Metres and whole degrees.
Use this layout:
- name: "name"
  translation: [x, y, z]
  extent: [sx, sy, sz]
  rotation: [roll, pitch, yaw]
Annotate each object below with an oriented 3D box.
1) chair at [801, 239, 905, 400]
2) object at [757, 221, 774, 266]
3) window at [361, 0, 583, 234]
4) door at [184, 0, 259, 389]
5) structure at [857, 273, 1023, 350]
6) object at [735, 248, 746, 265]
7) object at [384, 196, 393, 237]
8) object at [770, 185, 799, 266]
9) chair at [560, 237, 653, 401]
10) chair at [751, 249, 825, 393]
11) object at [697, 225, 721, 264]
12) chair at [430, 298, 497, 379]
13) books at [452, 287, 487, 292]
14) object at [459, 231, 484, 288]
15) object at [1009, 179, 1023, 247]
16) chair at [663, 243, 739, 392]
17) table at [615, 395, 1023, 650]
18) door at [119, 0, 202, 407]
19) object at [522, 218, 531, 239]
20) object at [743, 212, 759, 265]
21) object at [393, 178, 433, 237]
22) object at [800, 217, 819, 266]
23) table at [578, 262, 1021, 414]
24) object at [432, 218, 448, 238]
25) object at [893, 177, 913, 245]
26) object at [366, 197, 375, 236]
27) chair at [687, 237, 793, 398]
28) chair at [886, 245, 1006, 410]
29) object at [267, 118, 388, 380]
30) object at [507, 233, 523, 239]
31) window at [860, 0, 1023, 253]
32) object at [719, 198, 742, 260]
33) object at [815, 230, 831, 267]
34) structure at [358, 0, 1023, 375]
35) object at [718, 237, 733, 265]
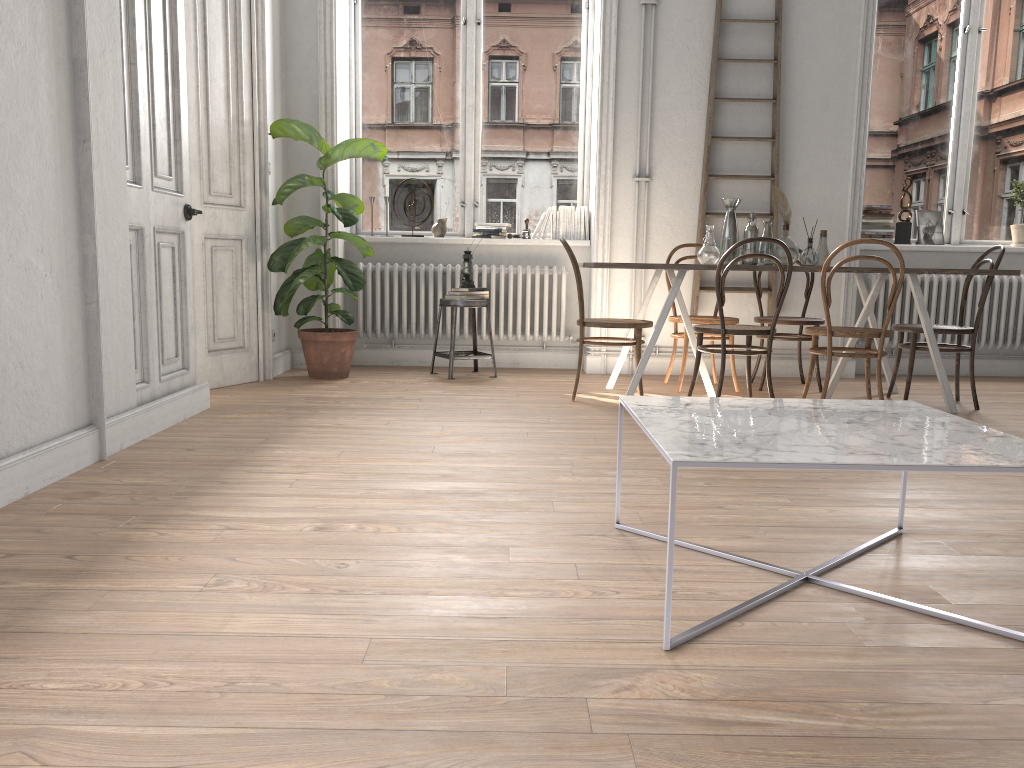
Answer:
- name: "chair"
  translation: [1.788, -0.294, 4.689]
  extent: [0.438, 0.922, 0.548]
  rotation: [3, 8, 11]
- name: "object"
  translation: [1.495, -0.822, 5.202]
  extent: [0.098, 0.255, 0.100]
  rotation: [-2, 9, -23]
- name: "window"
  translation: [-0.296, -2.551, 6.496]
  extent: [1.622, 2.846, 0.013]
  rotation: [1, 8, 0]
- name: "door"
  translation: [-1.787, -1.355, 4.957]
  extent: [0.216, 2.817, 1.096]
  rotation: [5, 9, 24]
- name: "structure"
  translation: [3.300, -0.530, 6.457]
  extent: [1.577, 0.553, 0.194]
  rotation: [1, 8, 0]
- name: "object"
  translation: [1.302, -0.724, 5.046]
  extent: [0.058, 0.094, 0.058]
  rotation: [5, 9, 28]
- name: "object"
  translation: [-0.913, -1.221, 6.474]
  extent: [0.095, 0.289, 0.095]
  rotation: [4, 9, 22]
- name: "object"
  translation: [1.555, -0.894, 5.030]
  extent: [0.156, 0.446, 0.156]
  rotation: [4, 9, 18]
- name: "chair"
  translation: [0.539, -0.376, 5.124]
  extent: [0.549, 0.922, 0.437]
  rotation: [2, 8, 8]
- name: "chair"
  translation: [1.781, -0.436, 5.733]
  extent: [0.438, 0.922, 0.548]
  rotation: [2, 8, 7]
- name: "object"
  translation: [1.114, -0.785, 5.004]
  extent: [0.132, 0.220, 0.132]
  rotation: [-1, 8, -11]
- name: "chair"
  translation: [-0.327, -0.319, 6.049]
  extent: [0.364, 0.523, 0.360]
  rotation: [-3, 9, -26]
- name: "books"
  translation: [-0.291, -0.643, 6.039]
  extent: [0.147, 0.027, 0.221]
  rotation: [6, 9, 32]
- name: "object"
  translation: [-0.277, -0.848, 6.039]
  extent: [0.163, 0.384, 0.154]
  rotation: [-3, 9, -26]
- name: "object"
  translation: [3.871, -1.269, 6.518]
  extent: [0.500, 0.524, 0.233]
  rotation: [-1, 8, -11]
- name: "chair"
  translation: [1.208, -0.436, 5.652]
  extent: [0.438, 0.922, 0.548]
  rotation: [1, 8, -2]
- name: "table"
  translation: [0.732, 0.291, 2.177]
  extent: [0.849, 0.392, 0.848]
  rotation: [1, 8, 0]
- name: "door"
  translation: [-1.619, -1.196, 3.808]
  extent: [0.216, 2.817, 1.095]
  rotation: [1, 8, 1]
- name: "object"
  translation: [0.108, -1.133, 6.470]
  extent: [0.048, 0.153, 0.087]
  rotation: [-4, 9, -30]
- name: "object"
  translation: [1.382, -0.838, 5.127]
  extent: [0.086, 0.301, 0.086]
  rotation: [-1, 8, -14]
- name: "object"
  translation: [-0.723, -1.288, 6.486]
  extent: [0.347, 0.425, 0.087]
  rotation: [6, 10, 32]
- name: "object"
  translation: [1.722, -0.821, 5.120]
  extent: [0.107, 0.284, 0.106]
  rotation: [0, 8, -5]
- name: "table"
  translation: [1.513, -0.294, 5.161]
  extent: [2.200, 0.780, 1.099]
  rotation: [1, 8, 0]
- name: "object"
  translation: [-0.532, -1.144, 6.503]
  extent: [0.100, 0.142, 0.102]
  rotation: [-3, 9, -25]
- name: "object"
  translation: [2.887, -1.268, 6.513]
  extent: [0.122, 0.488, 0.102]
  rotation: [5, 9, 24]
- name: "object"
  translation: [-1.031, -1.231, 6.531]
  extent: [0.095, 0.289, 0.095]
  rotation: [6, 10, 31]
- name: "chair"
  translation: [1.203, -0.309, 4.722]
  extent: [0.438, 0.922, 0.548]
  rotation: [0, 8, -5]
- name: "chair"
  translation: [2.487, -0.339, 5.111]
  extent: [0.549, 0.922, 0.437]
  rotation: [3, 8, 12]
- name: "object"
  translation: [1.337, -0.881, 5.508]
  extent: [5.827, 1.844, 0.791]
  rotation: [2, 8, 5]
- name: "object"
  translation: [0.021, -1.091, 6.532]
  extent: [0.088, 0.048, 0.153]
  rotation: [7, 10, 39]
- name: "window"
  translation: [9.726, -7.089, 8.878]
  extent: [14.385, 15.954, 26.366]
  rotation: [1, 8, 0]
- name: "object"
  translation: [1.285, -0.895, 5.231]
  extent: [0.116, 0.383, 0.115]
  rotation: [3, 8, 11]
- name: "object"
  translation: [1.822, -0.795, 5.200]
  extent: [0.101, 0.212, 0.101]
  rotation: [8, 10, 39]
- name: "structure"
  translation: [1.488, -2.290, 6.125]
  extent: [5.182, 4.479, 0.339]
  rotation: [1, 8, 0]
- name: "object"
  translation: [1.242, -0.769, 5.135]
  extent: [0.083, 0.158, 0.083]
  rotation: [0, 8, -4]
